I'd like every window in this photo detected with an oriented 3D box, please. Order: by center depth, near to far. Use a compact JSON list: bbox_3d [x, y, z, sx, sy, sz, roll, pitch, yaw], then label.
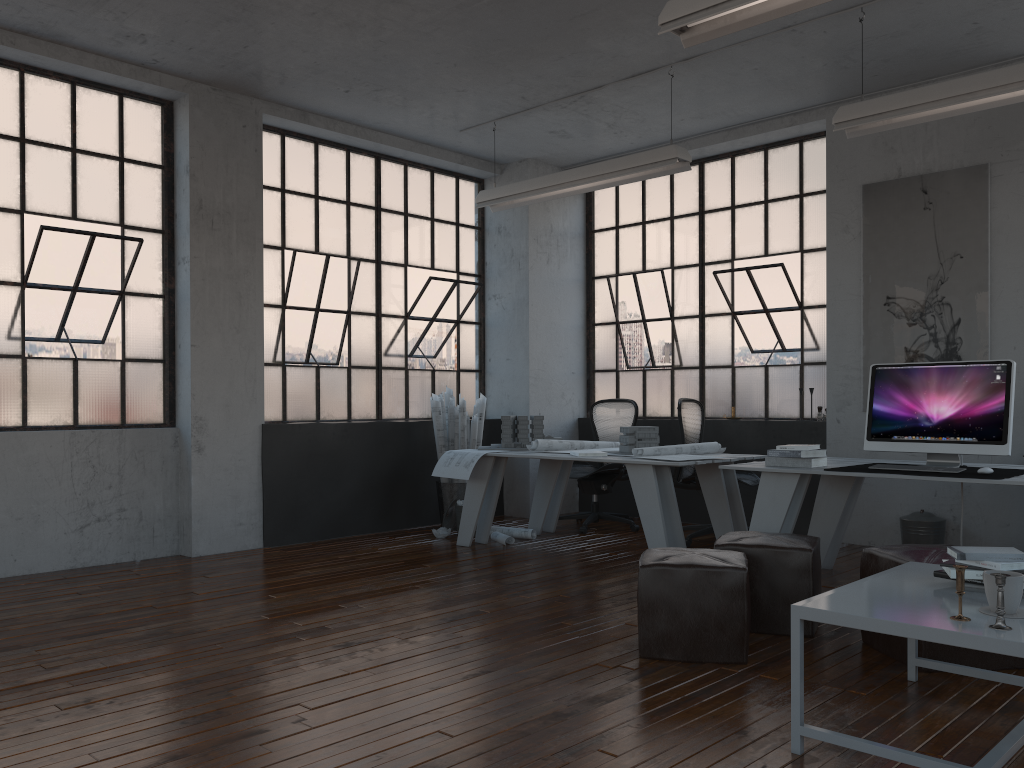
[{"bbox_3d":[-3.266,-0.849,5.318,0.669,2.259,2.456,0,0,44],"label":"window"},{"bbox_3d":[-1.137,-0.813,7.541,0.669,2.391,2.590,0,0,44],"label":"window"},{"bbox_3d":[1.662,-0.820,7.755,2.591,2.391,0.669,-1,0,44],"label":"window"}]

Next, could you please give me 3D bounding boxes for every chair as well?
[{"bbox_3d":[1.560,0.646,6.716,0.792,1.086,0.770,0,0,13],"label":"chair"},{"bbox_3d":[0.725,0.664,7.423,0.770,1.086,0.792,0,0,38],"label":"chair"}]

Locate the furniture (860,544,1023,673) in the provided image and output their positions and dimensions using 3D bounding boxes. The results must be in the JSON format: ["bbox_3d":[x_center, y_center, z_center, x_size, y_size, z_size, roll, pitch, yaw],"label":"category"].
[{"bbox_3d":[1.783,0.914,3.679,0.503,0.460,0.503,0,0,-8],"label":"furniture"}]

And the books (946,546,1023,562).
[{"bbox_3d":[1.524,0.546,2.851,0.202,0.026,0.141,-1,-1,14],"label":"books"}]

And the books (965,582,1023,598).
[{"bbox_3d":[1.569,0.648,2.837,0.218,0.028,0.171,-1,-2,44],"label":"books"}]

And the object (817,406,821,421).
[{"bbox_3d":[2.407,0.232,6.951,0.032,0.117,0.058,0,0,5],"label":"object"}]

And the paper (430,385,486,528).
[{"bbox_3d":[-0.439,0.603,7.463,0.412,1.198,0.440,0,0,22],"label":"paper"}]

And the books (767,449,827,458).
[{"bbox_3d":[1.572,0.382,4.896,0.193,0.044,0.257,0,-1,-26],"label":"books"}]

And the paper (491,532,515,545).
[{"bbox_3d":[-0.073,1.167,6.695,0.083,0.068,0.341,0,-1,-21],"label":"paper"}]

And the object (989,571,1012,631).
[{"bbox_3d":[1.303,0.575,2.365,0.055,0.153,0.055,0,0,20],"label":"object"}]

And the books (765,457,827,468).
[{"bbox_3d":[1.579,0.430,4.922,0.271,0.050,0.200,-1,-2,44],"label":"books"}]

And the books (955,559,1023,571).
[{"bbox_3d":[1.538,0.568,2.835,0.125,0.026,0.185,0,-1,-16],"label":"books"}]

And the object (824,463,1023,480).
[{"bbox_3d":[2.143,0.443,4.540,0.687,0.008,0.848,1,-2,-45],"label":"object"}]

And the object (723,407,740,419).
[{"bbox_3d":[1.857,0.242,7.449,0.124,0.100,0.124,0,-1,-24],"label":"object"}]

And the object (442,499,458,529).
[{"bbox_3d":[-0.499,1.064,7.116,0.107,0.281,0.293,0,0,17],"label":"object"}]

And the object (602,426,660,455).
[{"bbox_3d":[0.878,0.387,6.141,0.389,0.183,0.416,0,-1,-16],"label":"object"}]

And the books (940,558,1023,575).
[{"bbox_3d":[1.559,0.584,2.858,0.275,0.014,0.200,-1,-2,44],"label":"books"}]

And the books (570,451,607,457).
[{"bbox_3d":[0.517,0.469,5.972,0.200,0.024,0.235,0,-1,-10],"label":"books"}]

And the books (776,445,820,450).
[{"bbox_3d":[1.584,0.351,4.905,0.185,0.030,0.153,-1,-2,44],"label":"books"}]

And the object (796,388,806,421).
[{"bbox_3d":[2.298,0.163,7.042,0.085,0.260,0.085,0,0,7],"label":"object"}]

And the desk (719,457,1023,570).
[{"bbox_3d":[2.278,0.793,4.640,2.077,0.704,1.075,-1,-1,44],"label":"desk"}]

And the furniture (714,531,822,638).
[{"bbox_3d":[1.217,0.938,4.218,0.479,0.439,0.480,0,0,22],"label":"furniture"}]

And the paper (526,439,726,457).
[{"bbox_3d":[0.806,0.444,6.302,1.075,0.105,0.975,-1,-2,44],"label":"paper"}]

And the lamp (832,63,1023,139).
[{"bbox_3d":[2.531,-1.529,4.390,1.877,0.205,0.202,-1,-1,44],"label":"lamp"}]

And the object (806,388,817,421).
[{"bbox_3d":[2.355,0.161,6.966,0.085,0.260,0.085,0,0,7],"label":"object"}]

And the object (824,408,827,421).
[{"bbox_3d":[2.458,0.239,6.926,0.032,0.102,0.058,0,0,-11],"label":"object"}]

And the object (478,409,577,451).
[{"bbox_3d":[0.110,0.347,6.788,0.736,0.306,0.434,0,-1,-1],"label":"object"}]

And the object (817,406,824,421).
[{"bbox_3d":[2.398,0.231,6.882,0.032,0.117,0.058,0,0,-32],"label":"object"}]

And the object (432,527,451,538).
[{"bbox_3d":[-0.547,1.160,6.908,0.135,0.083,0.108,-1,-1,34],"label":"object"}]

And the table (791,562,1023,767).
[{"bbox_3d":[1.529,0.878,2.660,0.991,0.445,0.972,-1,-1,44],"label":"table"}]

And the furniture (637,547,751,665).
[{"bbox_3d":[0.776,0.935,3.791,0.470,0.431,0.471,0,0,12],"label":"furniture"}]

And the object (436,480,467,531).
[{"bbox_3d":[-0.461,1.011,7.422,0.354,0.398,0.354,0,0,-40],"label":"object"}]

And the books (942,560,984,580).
[{"bbox_3d":[1.554,0.603,2.867,0.272,0.031,0.200,-1,-1,19],"label":"books"}]

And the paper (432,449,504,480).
[{"bbox_3d":[-0.308,0.579,6.435,0.440,0.183,0.434,-1,-1,43],"label":"paper"}]

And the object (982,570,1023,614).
[{"bbox_3d":[1.399,0.597,2.550,0.101,0.109,0.129,0,-1,-38],"label":"object"}]

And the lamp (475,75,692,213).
[{"bbox_3d":[0.443,-1.703,6.386,1.877,0.628,0.202,-1,0,44],"label":"lamp"}]

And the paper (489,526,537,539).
[{"bbox_3d":[-0.009,1.162,6.897,0.466,0.094,0.113,-1,-1,29],"label":"paper"}]

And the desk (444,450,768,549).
[{"bbox_3d":[0.601,0.831,6.244,2.056,0.697,1.064,-1,-1,44],"label":"desk"}]

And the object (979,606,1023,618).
[{"bbox_3d":[1.412,0.651,2.533,0.137,0.003,0.137,0,-1,-25],"label":"object"}]

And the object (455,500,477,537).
[{"bbox_3d":[-0.310,1.051,7.058,0.290,0.294,0.290,0,0,-5],"label":"object"}]

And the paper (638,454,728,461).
[{"bbox_3d":[1.057,0.460,5.553,0.484,0.001,0.429,1,-1,-36],"label":"paper"}]

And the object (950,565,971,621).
[{"bbox_3d":[1.246,0.579,2.463,0.052,0.148,0.052,0,0,-6],"label":"object"}]

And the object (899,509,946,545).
[{"bbox_3d":[2.800,1.010,6.044,0.292,0.308,0.292,0,0,-18],"label":"object"}]

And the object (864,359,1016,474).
[{"bbox_3d":[2.145,0.160,4.539,0.377,0.553,0.714,0,0,-45],"label":"object"}]

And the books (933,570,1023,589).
[{"bbox_3d":[1.554,0.626,2.869,0.210,0.025,0.274,0,-1,-26],"label":"books"}]

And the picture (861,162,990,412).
[{"bbox_3d":[2.856,-0.632,6.163,0.853,1.650,0.025,0,0,44],"label":"picture"}]

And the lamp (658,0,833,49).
[{"bbox_3d":[1.332,-1.756,3.056,1.877,0.628,0.202,-1,0,44],"label":"lamp"}]
